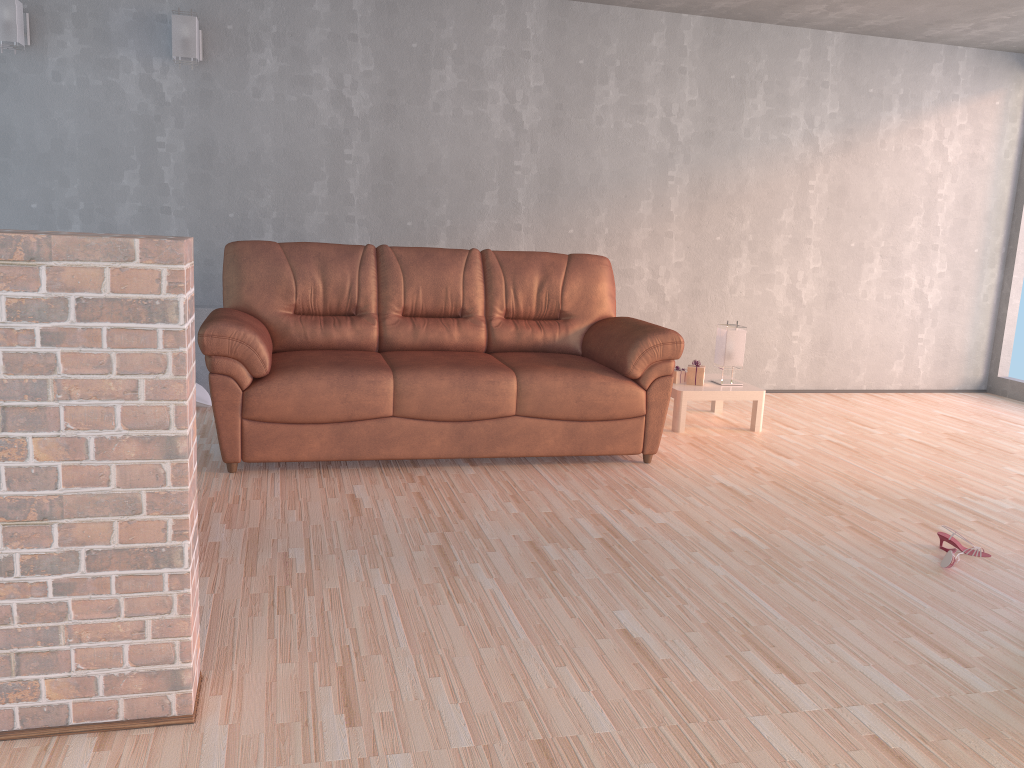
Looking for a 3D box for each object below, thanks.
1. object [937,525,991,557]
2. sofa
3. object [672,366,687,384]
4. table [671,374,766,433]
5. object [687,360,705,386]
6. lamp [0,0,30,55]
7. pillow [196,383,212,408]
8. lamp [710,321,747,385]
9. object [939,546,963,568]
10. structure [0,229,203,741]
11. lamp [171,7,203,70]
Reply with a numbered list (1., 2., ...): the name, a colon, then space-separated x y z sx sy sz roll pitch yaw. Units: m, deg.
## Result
1. object: 1.680 0.583 3.291 0.188 0.085 0.069 8 12 24
2. sofa: -0.355 -0.196 4.372 2.202 0.923 0.981 0 11 -15
3. object: 0.983 -0.061 5.199 0.080 0.105 0.152 13 14 43
4. table: 1.117 0.106 5.267 0.548 0.241 0.548 0 11 -15
5. object: 1.068 -0.070 5.144 0.099 0.147 0.102 5 11 13
6. lamp: -2.655 -1.904 4.673 0.165 0.319 0.168 0 11 -15
7. pillow: -1.894 0.017 4.964 0.357 0.205 0.388 -3 12 -28
8. lamp: 1.277 -0.185 5.210 0.140 0.376 0.140 0 11 -15
9. object: 1.567 0.613 3.151 0.078 0.066 0.192 7 11 21
10. structure: -1.389 0.212 1.784 1.422 1.057 0.211 0 11 -15
11. lamp: -1.802 -1.903 4.902 0.165 0.319 0.177 0 11 -15
